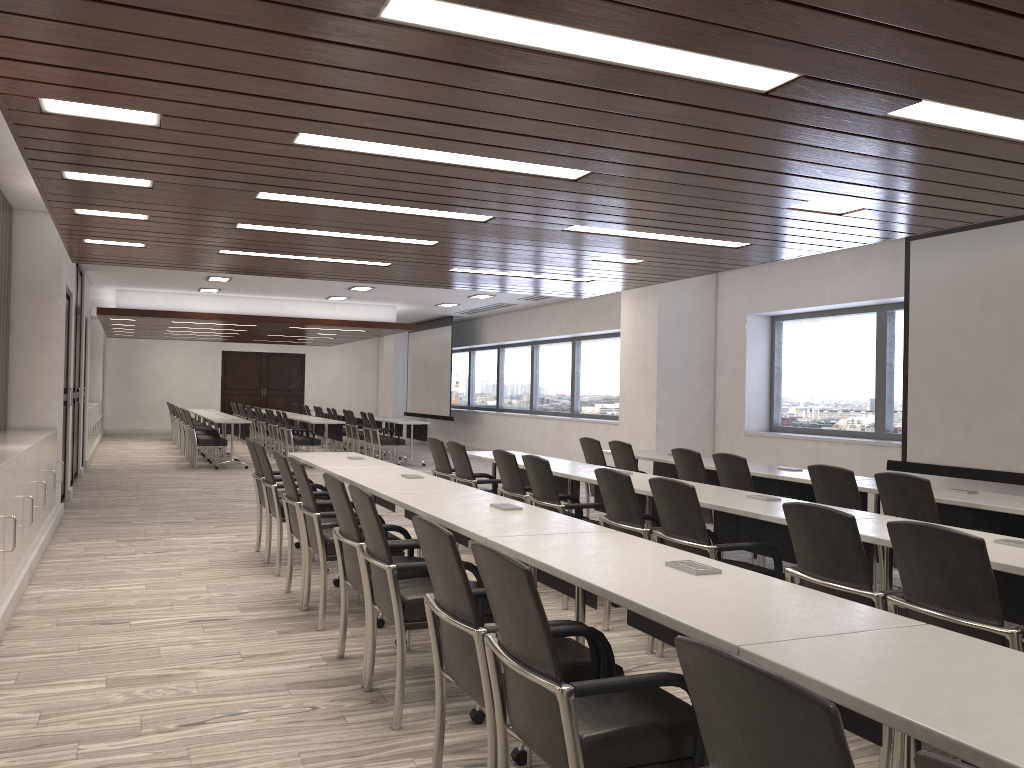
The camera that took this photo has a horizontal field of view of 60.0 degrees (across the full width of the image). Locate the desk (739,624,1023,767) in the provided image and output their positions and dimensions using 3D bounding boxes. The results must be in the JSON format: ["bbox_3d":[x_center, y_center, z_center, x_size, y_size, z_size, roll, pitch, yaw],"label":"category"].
[{"bbox_3d":[1.057,0.971,1.381,0.577,0.795,1.509,1,-1,-23],"label":"desk"}]

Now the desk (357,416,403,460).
[{"bbox_3d":[-2.588,1.052,17.437,0.577,0.795,1.509,1,-1,-23],"label":"desk"}]

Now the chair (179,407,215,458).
[{"bbox_3d":[-5.802,0.902,16.345,0.638,0.939,0.513,1,-1,-23],"label":"chair"}]

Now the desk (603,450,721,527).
[{"bbox_3d":[1.415,1.045,8.162,0.577,0.795,1.509,1,-1,-23],"label":"desk"}]

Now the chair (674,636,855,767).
[{"bbox_3d":[0.616,0.891,1.483,0.638,0.939,0.513,1,-1,-24],"label":"chair"}]

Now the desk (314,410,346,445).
[{"bbox_3d":[-4.396,1.055,21.625,0.577,0.795,1.509,1,-1,-23],"label":"desk"}]

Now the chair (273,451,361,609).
[{"bbox_3d":[-1.198,0.894,5.654,0.638,0.939,0.513,1,-1,-24],"label":"chair"}]

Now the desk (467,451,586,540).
[{"bbox_3d":[0.041,1.011,7.569,0.577,0.795,1.509,1,-1,-23],"label":"desk"}]

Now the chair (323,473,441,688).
[{"bbox_3d":[-0.586,0.893,4.268,0.638,0.939,0.513,1,-1,-24],"label":"chair"}]

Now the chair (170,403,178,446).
[{"bbox_3d":[-7.405,0.904,20.041,0.638,0.939,0.513,1,-1,-24],"label":"chair"}]

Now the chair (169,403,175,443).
[{"bbox_3d":[-7.614,0.905,20.523,0.638,0.939,0.513,1,-1,-23],"label":"chair"}]

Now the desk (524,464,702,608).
[{"bbox_3d":[0.644,1.010,6.171,0.577,0.795,1.509,1,-1,-23],"label":"desk"}]

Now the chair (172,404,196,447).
[{"bbox_3d":[-6.999,0.904,19.129,0.638,0.939,0.513,1,-1,-24],"label":"chair"}]

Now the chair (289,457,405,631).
[{"bbox_3d":[-0.978,0.894,5.182,0.638,0.939,0.513,1,-1,-23],"label":"chair"}]

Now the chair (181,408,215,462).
[{"bbox_3d":[-5.592,0.901,15.855,0.638,0.939,0.513,1,-1,-24],"label":"chair"}]

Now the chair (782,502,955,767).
[{"bbox_3d":[1.407,0.927,3.464,0.638,0.939,0.513,1,-1,-24],"label":"chair"}]

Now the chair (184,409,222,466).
[{"bbox_3d":[-5.196,0.901,14.933,0.638,0.939,0.513,1,-1,-24],"label":"chair"}]

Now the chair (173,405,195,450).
[{"bbox_3d":[-6.806,0.903,18.640,0.638,0.939,0.513,1,-1,-23],"label":"chair"}]

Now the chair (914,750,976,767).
[{"bbox_3d":[0.813,0.891,0.998,0.638,0.939,0.513,1,-1,-23],"label":"chair"}]

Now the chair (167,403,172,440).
[{"bbox_3d":[-8.211,0.906,21.919,0.638,0.939,0.513,1,-1,-23],"label":"chair"}]

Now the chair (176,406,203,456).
[{"bbox_3d":[-6.198,0.902,17.239,0.638,0.939,0.513,1,-1,-23],"label":"chair"}]

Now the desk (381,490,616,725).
[{"bbox_3d":[-0.146,0.973,4.168,0.577,0.795,1.509,1,-1,-23],"label":"desk"}]

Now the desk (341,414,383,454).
[{"bbox_3d":[-3.188,1.053,18.827,0.577,0.795,1.509,1,-1,-23],"label":"desk"}]

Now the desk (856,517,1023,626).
[{"bbox_3d":[1.852,1.008,3.372,0.577,0.795,1.509,1,-1,-23],"label":"desk"}]

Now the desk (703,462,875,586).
[{"bbox_3d":[2.018,1.044,6.764,0.577,0.795,1.509,1,-1,-23],"label":"desk"}]

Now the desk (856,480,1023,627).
[{"bbox_3d":[2.623,1.043,5.363,0.577,0.795,1.509,1,-1,-23],"label":"desk"}]

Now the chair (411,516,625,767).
[{"bbox_3d":[0.004,0.892,2.869,0.638,0.939,0.513,1,-1,-24],"label":"chair"}]

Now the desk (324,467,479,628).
[{"bbox_3d":[-0.750,0.974,5.569,0.577,0.795,1.509,1,-1,-23],"label":"desk"}]

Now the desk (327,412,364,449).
[{"bbox_3d":[-3.792,1.054,20.225,0.577,0.795,1.509,1,-1,-23],"label":"desk"}]

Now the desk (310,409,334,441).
[{"bbox_3d":[-5.000,1.056,23.023,0.577,0.795,1.509,1,-1,-23],"label":"desk"}]

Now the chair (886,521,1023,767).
[{"bbox_3d":[1.622,0.927,2.990,0.638,0.939,0.513,1,-1,-23],"label":"chair"}]

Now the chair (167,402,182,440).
[{"bbox_3d":[-8.001,0.905,21.440,0.638,0.939,0.513,1,-1,-24],"label":"chair"}]

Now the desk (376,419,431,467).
[{"bbox_3d":[-1.985,1.051,16.039,0.577,0.795,1.509,1,-1,-23],"label":"desk"}]

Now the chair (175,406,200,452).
[{"bbox_3d":[-6.398,0.903,17.719,0.638,0.939,0.513,1,-1,-23],"label":"chair"}]

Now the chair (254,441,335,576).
[{"bbox_3d":[-1.590,0.895,6.575,0.638,0.939,0.513,1,-1,-24],"label":"chair"}]

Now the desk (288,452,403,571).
[{"bbox_3d":[-1.354,0.975,6.967,0.577,0.795,1.509,1,-1,-23],"label":"desk"}]

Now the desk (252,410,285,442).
[{"bbox_3d":[-5.770,1.020,21.032,0.577,0.795,1.509,1,-1,-23],"label":"desk"}]

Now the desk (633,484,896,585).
[{"bbox_3d":[1.249,1.009,4.770,0.577,0.795,1.509,1,-1,-23],"label":"desk"}]

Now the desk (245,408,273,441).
[{"bbox_3d":[-6.374,1.021,22.430,0.577,0.795,1.509,1,-1,-23],"label":"desk"}]

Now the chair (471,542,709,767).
[{"bbox_3d":[0.222,0.892,2.381,0.638,0.939,0.513,1,-1,-23],"label":"chair"}]

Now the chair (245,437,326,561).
[{"bbox_3d":[-1.801,0.895,7.062,0.638,0.939,0.513,1,-1,-24],"label":"chair"}]

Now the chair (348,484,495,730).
[{"bbox_3d":[-0.375,0.893,3.780,0.638,0.939,0.513,1,-1,-23],"label":"chair"}]

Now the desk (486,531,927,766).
[{"bbox_3d":[0.458,0.972,2.770,0.577,0.795,1.509,1,-1,-23],"label":"desk"}]
